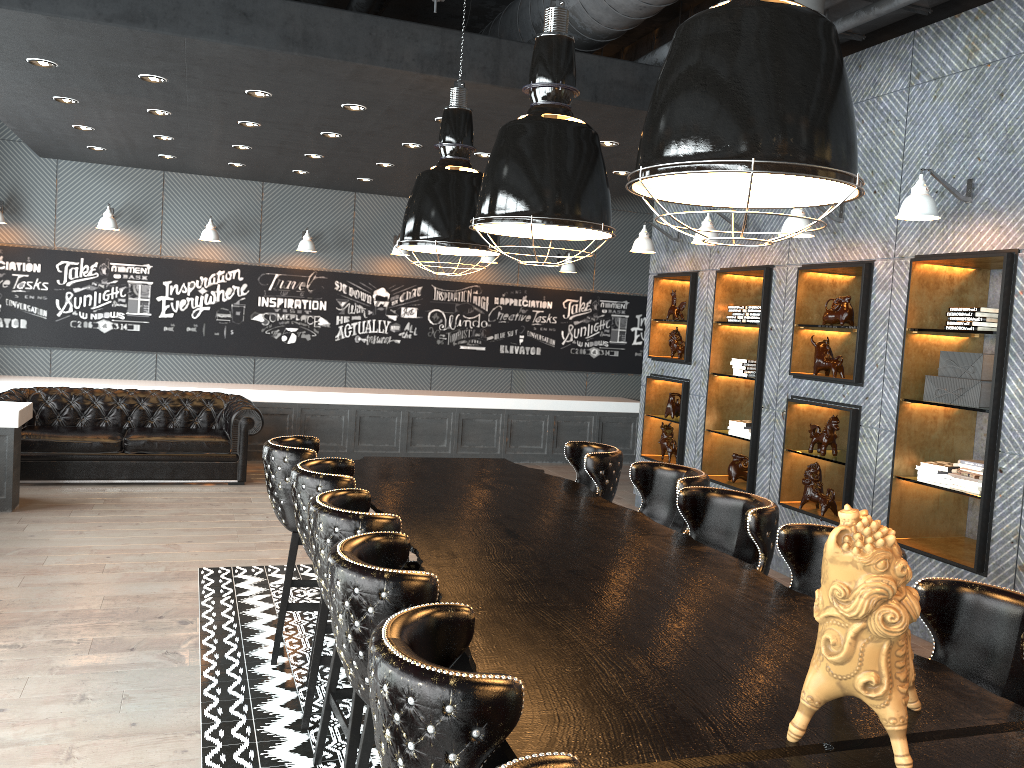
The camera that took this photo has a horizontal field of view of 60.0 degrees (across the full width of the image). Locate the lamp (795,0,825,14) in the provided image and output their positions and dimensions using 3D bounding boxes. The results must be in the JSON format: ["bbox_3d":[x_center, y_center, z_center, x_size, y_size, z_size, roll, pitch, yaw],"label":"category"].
[{"bbox_3d":[1.430,-2.258,4.489,0.380,1.045,0.382,4,3,7],"label":"lamp"}]

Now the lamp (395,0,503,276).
[{"bbox_3d":[-0.298,-1.778,5.073,0.621,2.301,0.621,5,4,25],"label":"lamp"}]

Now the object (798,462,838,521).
[{"bbox_3d":[2.220,0.769,6.404,0.177,0.387,0.338,3,4,-12],"label":"object"}]

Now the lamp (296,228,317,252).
[{"bbox_3d":[-2.466,-1.747,10.758,0.243,0.287,0.490,3,4,-4],"label":"lamp"}]

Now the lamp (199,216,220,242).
[{"bbox_3d":[-3.499,-1.814,10.382,0.243,0.287,0.490,3,4,-4],"label":"lamp"}]

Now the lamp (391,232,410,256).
[{"bbox_3d":[-1.388,-1.759,11.144,0.243,0.287,0.490,3,4,-4],"label":"lamp"}]

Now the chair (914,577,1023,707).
[{"bbox_3d":[1.218,1.140,2.483,0.568,1.092,0.504,3,4,-12],"label":"chair"}]

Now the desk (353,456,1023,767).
[{"bbox_3d":[0.677,1.237,1.942,1.433,0.926,7.600,2,4,-20],"label":"desk"}]

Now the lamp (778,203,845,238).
[{"bbox_3d":[2.100,-1.163,6.144,0.489,0.287,0.244,3,4,-4],"label":"lamp"}]

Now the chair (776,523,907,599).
[{"bbox_3d":[1.050,1.084,3.143,0.568,1.092,0.504,2,4,-25],"label":"chair"}]

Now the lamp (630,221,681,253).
[{"bbox_3d":[1.349,-1.363,8.244,0.489,0.287,0.244,3,4,-4],"label":"lamp"}]

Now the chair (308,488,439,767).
[{"bbox_3d":[-0.501,0.972,3.327,0.568,1.092,0.504,2,4,-23],"label":"chair"}]

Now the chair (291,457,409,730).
[{"bbox_3d":[-0.731,0.911,4.003,0.568,1.092,0.504,3,4,-11],"label":"chair"}]

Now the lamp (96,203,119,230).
[{"bbox_3d":[-4.512,-1.883,10.014,0.243,0.287,0.490,3,4,-4],"label":"lamp"}]

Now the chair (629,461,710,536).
[{"bbox_3d":[0.671,0.968,4.480,0.568,1.092,0.504,2,4,-23],"label":"chair"}]

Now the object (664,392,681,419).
[{"bbox_3d":[1.575,0.204,8.491,0.253,0.249,0.126,0,5,-45],"label":"object"}]

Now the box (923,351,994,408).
[{"bbox_3d":[2.746,-0.034,5.381,0.298,0.315,0.420,2,4,-20],"label":"box"}]

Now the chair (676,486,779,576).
[{"bbox_3d":[0.813,1.023,3.804,0.568,1.092,0.504,2,4,-29],"label":"chair"}]

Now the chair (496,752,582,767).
[{"bbox_3d":[0.164,1.156,1.276,0.568,1.092,0.504,2,4,-22],"label":"chair"}]

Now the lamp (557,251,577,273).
[{"bbox_3d":[0.747,-1.639,11.919,0.243,0.287,0.490,3,4,-4],"label":"lamp"}]

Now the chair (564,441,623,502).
[{"bbox_3d":[0.323,0.900,5.142,0.568,1.092,0.504,3,4,-11],"label":"chair"}]

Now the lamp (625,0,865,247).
[{"bbox_3d":[0.683,-1.527,2.332,0.621,2.301,0.621,5,4,25],"label":"lamp"}]

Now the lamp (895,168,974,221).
[{"bbox_3d":[2.471,-1.093,5.113,0.489,0.287,0.244,3,4,-4],"label":"lamp"}]

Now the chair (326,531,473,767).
[{"bbox_3d":[-0.292,1.032,2.657,0.568,1.092,0.504,3,4,-17],"label":"chair"}]

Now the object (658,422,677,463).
[{"bbox_3d":[1.513,0.555,8.477,0.170,0.362,0.269,2,4,-27],"label":"object"}]

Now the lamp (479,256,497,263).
[{"bbox_3d":[-0.304,-1.717,11.536,0.243,0.287,0.490,3,4,-4],"label":"lamp"}]

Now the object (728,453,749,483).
[{"bbox_3d":[1.979,0.711,7.485,0.314,0.251,0.157,3,4,-4],"label":"object"}]

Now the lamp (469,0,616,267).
[{"bbox_3d":[0.192,-1.653,3.702,0.621,2.301,0.621,5,4,25],"label":"lamp"}]

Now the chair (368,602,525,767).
[{"bbox_3d":[-0.063,1.093,1.986,0.568,1.092,0.504,3,4,-15],"label":"chair"}]

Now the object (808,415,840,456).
[{"bbox_3d":[2.256,0.362,6.449,0.143,0.306,0.317,2,4,-25],"label":"object"}]

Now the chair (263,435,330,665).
[{"bbox_3d":[-1.039,0.846,4.660,0.568,1.092,0.504,3,4,-11],"label":"chair"}]

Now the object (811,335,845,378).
[{"bbox_3d":[2.281,-0.191,6.385,0.154,0.309,0.325,3,4,-15],"label":"object"}]

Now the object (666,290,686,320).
[{"bbox_3d":[1.565,-0.748,8.376,0.097,0.290,0.290,2,4,-21],"label":"object"}]

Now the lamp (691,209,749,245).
[{"bbox_3d":[1.714,-1.280,7.226,0.489,0.287,0.244,3,4,-4],"label":"lamp"}]

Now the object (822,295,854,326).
[{"bbox_3d":[2.329,-0.523,6.333,0.138,0.222,0.278,2,4,-20],"label":"object"}]

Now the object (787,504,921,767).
[{"bbox_3d":[0.810,0.522,1.984,0.249,0.545,0.475,6,4,33],"label":"object"}]

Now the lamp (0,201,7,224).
[{"bbox_3d":[-5.566,-1.889,9.635,0.243,0.287,0.490,3,4,-4],"label":"lamp"}]

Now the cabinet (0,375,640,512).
[{"bbox_3d":[-1.374,0.714,8.295,8.418,0.826,6.316,2,4,-20],"label":"cabinet"}]

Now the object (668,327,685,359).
[{"bbox_3d":[1.583,-0.375,8.389,0.155,0.329,0.236,3,4,-15],"label":"object"}]
